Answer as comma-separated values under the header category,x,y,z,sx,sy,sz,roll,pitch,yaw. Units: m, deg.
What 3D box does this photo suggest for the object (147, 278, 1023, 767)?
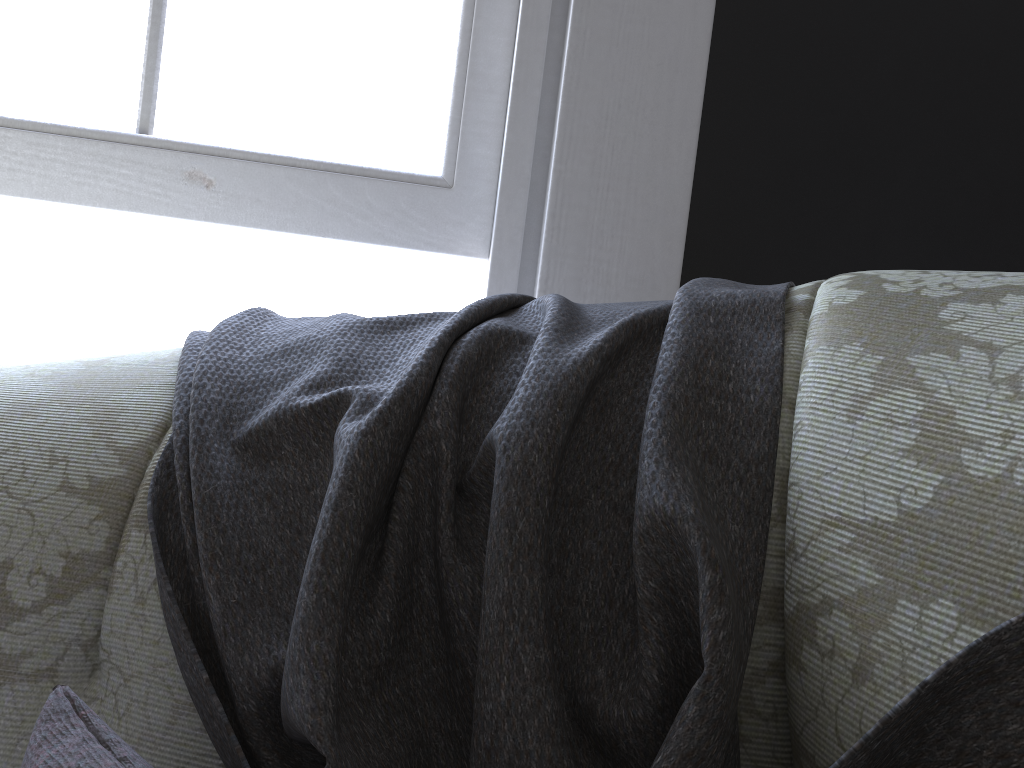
category,x,y,z,sx,sy,sz,roll,pitch,yaw
object,0.213,0.214,0.442,0.517,0.585,1.365,6,1,-45

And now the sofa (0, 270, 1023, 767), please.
category,x,y,z,sx,sy,sz,roll,pitch,yaw
sofa,-0.767,0.385,0.276,2.813,1.161,1.605,7,1,-3

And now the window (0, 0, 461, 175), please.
category,x,y,z,sx,sy,sz,roll,pitch,yaw
window,-0.594,-1.151,1.100,1.263,1.672,0.056,7,2,-4

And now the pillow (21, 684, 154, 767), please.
category,x,y,z,sx,sy,sz,roll,pitch,yaw
pillow,-0.237,0.340,0.264,0.963,0.462,0.405,7,1,3
